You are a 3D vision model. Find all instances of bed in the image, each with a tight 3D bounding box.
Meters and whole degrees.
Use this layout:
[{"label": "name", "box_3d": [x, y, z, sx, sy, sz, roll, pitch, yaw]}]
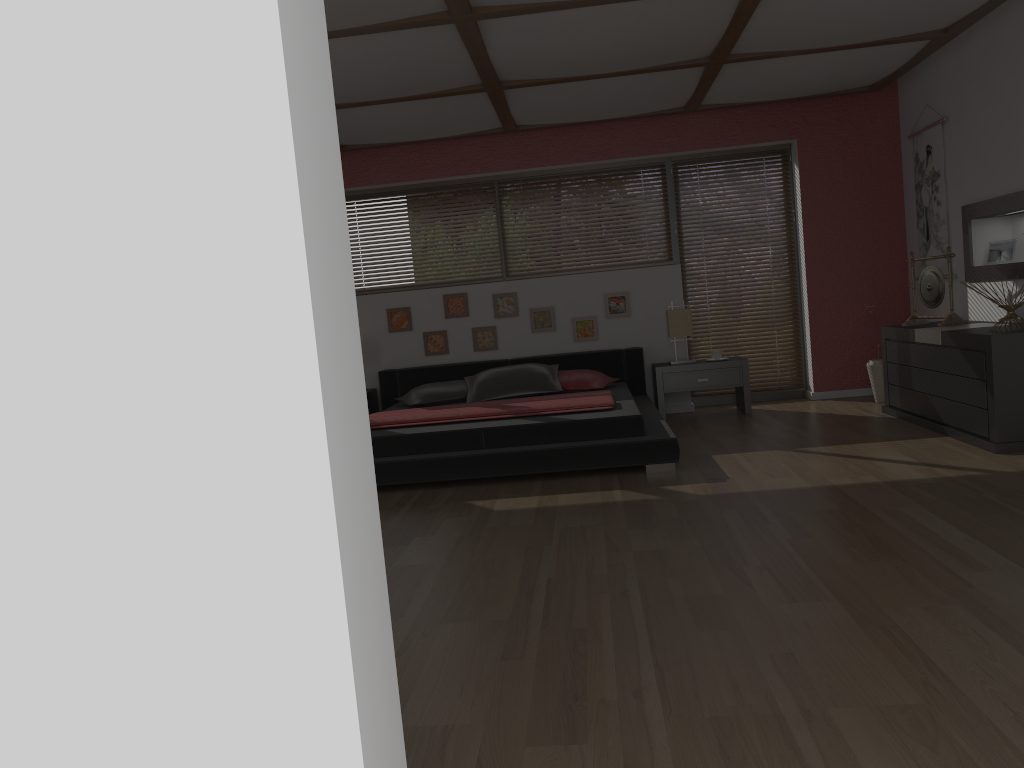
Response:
[{"label": "bed", "box_3d": [-0.227, 0.190, 6.119, 2.469, 0.577, 2.413, -5, 5, 5]}]

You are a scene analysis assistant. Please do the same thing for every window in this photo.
[{"label": "window", "box_3d": [-0.091, -1.314, 7.583, 2.817, 0.786, 0.020, -5, 5, 5]}, {"label": "window", "box_3d": [1.894, -0.944, 7.454, 0.889, 1.893, 0.020, -5, 5, 5]}]

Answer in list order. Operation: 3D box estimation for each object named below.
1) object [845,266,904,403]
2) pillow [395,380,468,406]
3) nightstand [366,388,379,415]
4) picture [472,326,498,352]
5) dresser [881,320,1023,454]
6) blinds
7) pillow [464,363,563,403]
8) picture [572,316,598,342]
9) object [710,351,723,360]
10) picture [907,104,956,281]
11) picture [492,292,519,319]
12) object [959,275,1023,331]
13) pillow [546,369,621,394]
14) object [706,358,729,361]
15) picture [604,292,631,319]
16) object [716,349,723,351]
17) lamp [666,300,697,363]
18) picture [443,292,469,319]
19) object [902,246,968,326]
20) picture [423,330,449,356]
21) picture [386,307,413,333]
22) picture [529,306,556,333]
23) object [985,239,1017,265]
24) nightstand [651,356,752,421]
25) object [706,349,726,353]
[{"label": "object", "box_3d": [2.718, -0.370, 6.713, 0.422, 1.035, 0.364, -7, 5, -20]}, {"label": "pillow", "box_3d": [-0.496, 0.069, 6.801, 0.745, 0.172, 0.418, -7, 5, -20]}, {"label": "nightstand", "box_3d": [-1.473, 0.293, 7.239, 0.700, 0.423, 0.413, -5, 5, 5]}, {"label": "picture", "box_3d": [-0.224, -0.373, 7.323, 0.200, 0.200, 0.010, -5, 5, 5]}, {"label": "dresser", "box_3d": [2.777, -0.046, 5.344, 0.540, 0.608, 1.740, -5, 5, 5]}, {"label": "blinds", "box_3d": [-0.045, -0.734, 7.563, 4.840, 1.952, 0.032, -5, 5, 5]}, {"label": "pillow", "box_3d": [0.001, -0.019, 6.665, 0.744, 0.241, 0.386, -5, 5, 1]}, {"label": "picture", "box_3d": [0.598, -0.450, 7.248, 0.200, 0.200, 0.010, -5, 5, 5]}, {"label": "object", "box_3d": [1.591, -0.221, 6.885, 0.099, 0.069, 0.099, -3, 5, 30]}, {"label": "picture", "box_3d": [3.057, -1.400, 6.486, 0.028, 1.270, 0.701, -5, 5, 5]}, {"label": "picture", "box_3d": [-0.053, -0.646, 7.284, 0.200, 0.200, 0.010, -5, 5, 5]}, {"label": "object", "box_3d": [2.680, -0.435, 4.764, 0.481, 0.282, 0.481, -8, 5, -29]}, {"label": "pillow", "box_3d": [0.413, -0.015, 6.772, 0.745, 0.172, 0.418, -3, 5, 24]}, {"label": "object", "box_3d": [1.594, -0.188, 6.887, 0.179, 0.012, 0.179, -3, 5, 30]}, {"label": "picture", "box_3d": [0.856, -0.641, 7.210, 0.200, 0.200, 0.010, -5, 5, 5]}, {"label": "object", "box_3d": [1.592, -0.259, 6.887, 0.192, 0.007, 0.007, -8, 5, -30]}, {"label": "lamp", "box_3d": [1.323, -0.417, 6.985, 0.200, 0.480, 0.200, -5, 5, 5]}, {"label": "picture", "box_3d": [-0.461, -0.646, 7.318, 0.200, 0.200, 0.010, -5, 5, 5]}, {"label": "object", "box_3d": [2.743, -0.635, 5.797, 0.173, 0.498, 0.490, -6, 5, -10]}, {"label": "picture", "box_3d": [-0.632, -0.339, 7.360, 0.200, 0.200, 0.010, -5, 5, 5]}, {"label": "picture", "box_3d": [-0.935, -0.533, 7.367, 0.200, 0.200, 0.010, -5, 5, 5]}, {"label": "picture", "box_3d": [0.252, -0.527, 7.270, 0.200, 0.200, 0.010, -5, 5, 5]}, {"label": "object", "box_3d": [3.164, -0.855, 5.740, 0.041, 0.146, 0.226, -7, 5, -15]}, {"label": "nightstand", "box_3d": [1.481, 0.034, 6.973, 0.700, 0.423, 0.413, -5, 5, 5]}, {"label": "object", "box_3d": [1.583, -0.257, 6.866, 0.192, 0.007, 0.007, -8, 5, -25]}]
